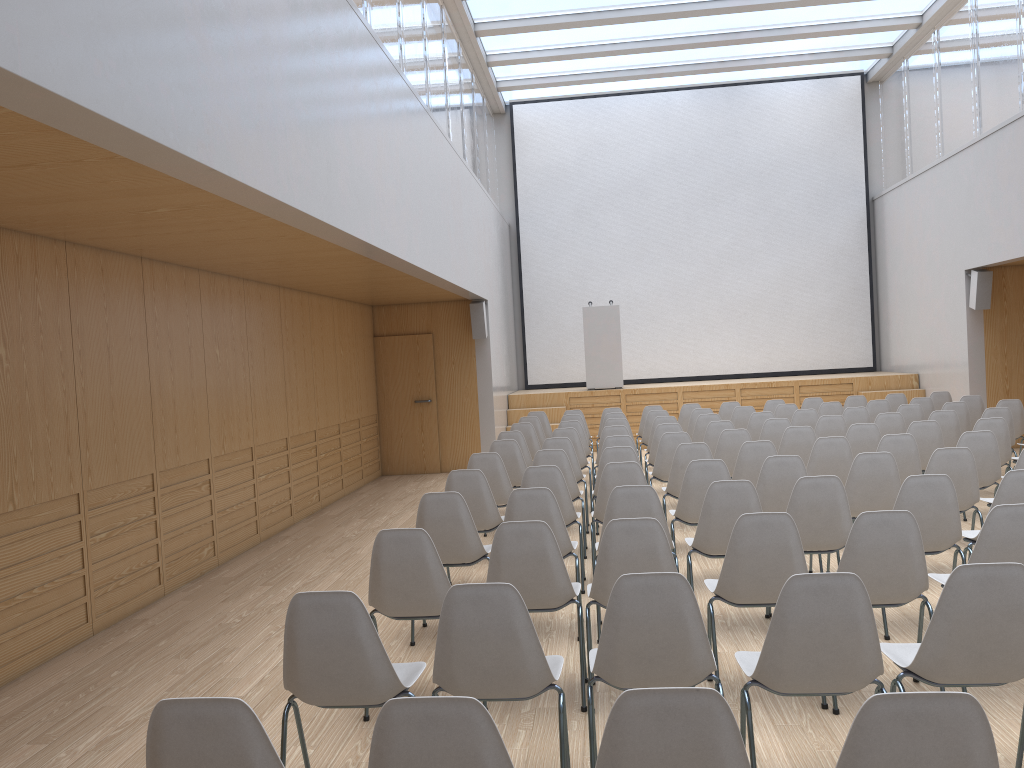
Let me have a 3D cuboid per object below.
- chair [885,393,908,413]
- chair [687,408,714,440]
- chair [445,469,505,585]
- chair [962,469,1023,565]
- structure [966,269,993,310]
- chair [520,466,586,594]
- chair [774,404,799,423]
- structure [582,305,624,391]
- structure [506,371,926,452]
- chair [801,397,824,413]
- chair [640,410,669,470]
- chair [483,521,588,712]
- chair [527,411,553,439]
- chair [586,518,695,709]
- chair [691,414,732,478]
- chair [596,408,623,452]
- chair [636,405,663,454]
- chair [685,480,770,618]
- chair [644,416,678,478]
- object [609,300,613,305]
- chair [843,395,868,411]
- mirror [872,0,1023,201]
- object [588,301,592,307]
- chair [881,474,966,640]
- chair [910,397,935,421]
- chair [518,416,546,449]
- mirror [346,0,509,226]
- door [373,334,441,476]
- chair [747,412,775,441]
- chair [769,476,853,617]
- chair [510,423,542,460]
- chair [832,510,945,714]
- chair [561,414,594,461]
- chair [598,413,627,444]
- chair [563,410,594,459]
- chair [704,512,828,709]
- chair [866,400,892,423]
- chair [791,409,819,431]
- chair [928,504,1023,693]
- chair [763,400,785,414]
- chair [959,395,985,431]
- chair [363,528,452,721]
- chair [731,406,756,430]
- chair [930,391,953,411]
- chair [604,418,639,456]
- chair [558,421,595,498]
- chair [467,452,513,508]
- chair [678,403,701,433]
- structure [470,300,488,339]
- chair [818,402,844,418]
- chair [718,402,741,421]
[{"bbox_3d":[5.013,0.551,11.731,0.479,0.876,0.505,-3,2,6],"label":"chair"},{"bbox_3d":[2.338,0.722,10.931,0.479,0.876,0.505,-3,2,6],"label":"chair"},{"bbox_3d":[-0.262,1.001,6.196,0.479,0.876,0.505,-3,2,6],"label":"chair"},{"bbox_3d":[2.728,0.871,4.864,0.479,0.876,0.505,-3,2,6],"label":"chair"},{"bbox_3d":[6.280,-1.267,11.897,0.196,0.542,0.368,-3,2,6],"label":"structure"},{"bbox_3d":[0.250,0.973,6.163,0.479,0.876,0.505,-3,2,6],"label":"chair"},{"bbox_3d":[3.345,0.667,10.897,0.479,0.876,0.505,-3,2,6],"label":"chair"},{"bbox_3d":[1.525,-0.603,14.876,0.605,1.379,0.605,-3,2,6],"label":"structure"},{"bbox_3d":[3.272,0.503,14.963,6.552,1.027,2.728,-3,2,6],"label":"structure"},{"bbox_3d":[3.977,0.606,11.827,0.479,0.876,0.505,-3,2,6],"label":"chair"},{"bbox_3d":[1.823,0.748,11.043,0.479,0.876,0.505,-3,2,6],"label":"chair"},{"bbox_3d":[0.097,1.037,4.198,0.479,0.876,0.505,-3,2,6],"label":"chair"},{"bbox_3d":[0.379,0.797,12.177,0.479,0.876,0.505,-3,2,6],"label":"chair"},{"bbox_3d":[0.576,1.012,4.120,0.479,0.876,0.505,-3,2,6],"label":"chair"},{"bbox_3d":[2.205,0.757,9.981,0.479,0.876,0.505,-3,2,6],"label":"chair"},{"bbox_3d":[1.379,0.745,12.034,0.479,0.876,0.505,-3,2,6],"label":"chair"},{"bbox_3d":[1.919,0.715,12.019,0.479,0.876,0.505,-3,2,6],"label":"chair"},{"bbox_3d":[1.234,0.949,5.058,0.479,0.876,0.505,-3,2,6],"label":"chair"},{"bbox_3d":[1.732,0.782,10.010,0.479,0.876,0.505,-3,2,6],"label":"chair"},{"bbox_3d":[1.673,-1.253,14.773,0.166,0.305,0.252,-4,2,-22],"label":"object"},{"bbox_3d":[4.509,0.578,11.754,0.479,0.876,0.505,-3,2,6],"label":"chair"},{"bbox_3d":[5.626,-4.031,6.968,0.253,2.090,17.825,-3,2,6],"label":"mirror"},{"bbox_3d":[1.328,-1.234,14.808,0.166,0.305,0.252,-4,2,-22],"label":"object"},{"bbox_3d":[2.212,0.900,4.875,0.479,0.876,0.505,-3,2,6],"label":"chair"},{"bbox_3d":[4.884,0.586,10.730,0.479,0.876,0.505,-3,2,6],"label":"chair"},{"bbox_3d":[0.256,0.831,11.213,0.479,0.876,0.505,-3,2,6],"label":"chair"},{"bbox_3d":[-1.121,-3.674,7.659,0.253,2.090,17.825,-3,2,6],"label":"mirror"},{"bbox_3d":[-1.533,0.309,12.861,0.873,2.025,0.108,-3,2,6],"label":"door"},{"bbox_3d":[2.754,0.730,9.843,0.479,0.876,0.505,-3,2,6],"label":"chair"},{"bbox_3d":[1.701,0.924,5.038,0.479,0.876,0.505,-3,2,6],"label":"chair"},{"bbox_3d":[0.159,0.864,10.209,0.479,0.876,0.505,-3,2,6],"label":"chair"},{"bbox_3d":[1.611,0.958,3.974,0.479,0.876,0.505,-3,2,6],"label":"chair"},{"bbox_3d":[0.779,0.804,11.132,0.479,0.876,0.505,-3,2,6],"label":"chair"},{"bbox_3d":[1.299,0.777,11.038,0.479,0.876,0.505,-3,2,6],"label":"chair"},{"bbox_3d":[0.861,0.774,12.046,0.479,0.876,0.505,-3,2,6],"label":"chair"},{"bbox_3d":[1.137,0.982,4.081,0.479,0.876,0.505,-3,2,6],"label":"chair"},{"bbox_3d":[4.372,0.615,10.723,0.479,0.876,0.505,-3,2,6],"label":"chair"},{"bbox_3d":[3.239,0.701,9.893,0.479,0.876,0.505,-3,2,6],"label":"chair"},{"bbox_3d":[2.164,0.928,3.958,0.479,0.876,0.505,-3,2,6],"label":"chair"},{"bbox_3d":[3.479,0.634,11.819,0.479,0.876,0.505,-3,2,6],"label":"chair"},{"bbox_3d":[5.413,0.560,10.616,0.479,0.876,0.505,-3,2,6],"label":"chair"},{"bbox_3d":[-0.439,1.067,4.184,0.479,0.876,0.505,-3,2,6],"label":"chair"},{"bbox_3d":[2.839,0.695,10.921,0.479,0.876,0.505,-3,2,6],"label":"chair"},{"bbox_3d":[5.550,0.523,11.648,0.479,0.876,0.505,-3,2,6],"label":"chair"},{"bbox_3d":[1.211,0.808,10.111,0.479,0.876,0.505,-3,2,6],"label":"chair"},{"bbox_3d":[0.689,0.838,10.095,0.479,0.876,0.505,-3,2,6],"label":"chair"},{"bbox_3d":[-0.165,0.967,7.210,0.479,0.876,0.505,-3,2,6],"label":"chair"},{"bbox_3d":[2.418,0.688,11.996,0.479,0.876,0.505,-3,2,6],"label":"chair"},{"bbox_3d":[-0.468,-0.910,12.588,0.196,0.542,0.368,-3,2,6],"label":"structure"},{"bbox_3d":[3.847,0.641,10.817,0.479,0.876,0.505,-3,2,6],"label":"chair"},{"bbox_3d":[2.916,0.663,11.898,0.479,0.876,0.505,-3,2,6],"label":"chair"}]
